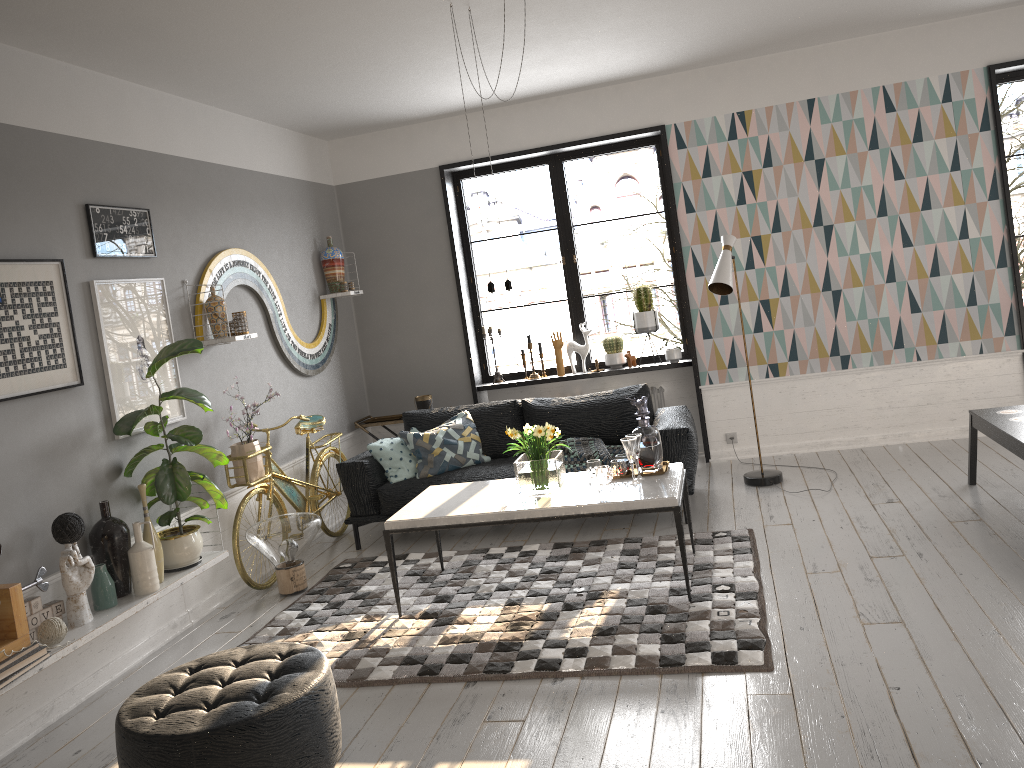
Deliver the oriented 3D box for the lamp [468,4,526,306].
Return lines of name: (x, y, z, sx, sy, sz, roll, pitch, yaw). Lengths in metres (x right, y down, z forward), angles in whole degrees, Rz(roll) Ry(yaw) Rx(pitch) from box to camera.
lamp: (0.085, -1.123, 3.903, 0.074, 1.531, 1.397, -9, 4, -17)

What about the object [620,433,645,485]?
object: (0.612, 0.376, 4.432, 0.082, 0.226, 0.169, -7, 4, 25)

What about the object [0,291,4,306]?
object: (-2.295, -0.317, 3.409, 0.057, 0.338, 0.920, -8, 6, 13)

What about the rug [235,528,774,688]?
rug: (-0.042, 1.083, 4.458, 2.521, 0.034, 1.782, -7, 6, 14)

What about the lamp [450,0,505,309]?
lamp: (-0.002, -1.098, 3.796, 0.074, 1.531, 1.397, -9, 4, -17)

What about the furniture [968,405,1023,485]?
furniture: (2.738, 0.462, 4.434, 0.464, 0.454, 1.680, -7, 6, 14)

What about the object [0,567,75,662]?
object: (-1.979, 0.881, 3.400, 0.238, 0.438, 0.549, -8, 5, 14)

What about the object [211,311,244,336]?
object: (-1.660, -0.358, 5.195, 0.198, 0.165, 0.060, -12, 5, -43)

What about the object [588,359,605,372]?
object: (0.685, -0.151, 7.127, 0.122, 0.099, 0.124, -5, 6, 36)

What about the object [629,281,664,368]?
object: (1.058, -0.478, 6.966, 0.236, 0.668, 0.228, -9, 3, -16)

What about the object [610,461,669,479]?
object: (0.660, 0.451, 4.632, 0.317, 0.015, 0.248, -7, 6, 14)

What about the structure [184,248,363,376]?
structure: (-1.524, -0.491, 6.128, 0.266, 0.951, 2.035, -8, 5, 14)

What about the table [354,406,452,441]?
table: (-0.830, 0.575, 7.169, 0.741, 0.677, 0.341, -7, 3, 14)

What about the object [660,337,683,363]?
object: (1.252, -0.265, 6.910, 0.170, 0.203, 0.248, -7, 5, 16)

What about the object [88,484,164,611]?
object: (-1.814, 0.749, 4.136, 0.333, 0.487, 0.285, -10, 4, -26)

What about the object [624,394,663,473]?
object: (0.695, 0.245, 4.620, 0.148, 0.416, 0.157, -7, 3, 33)

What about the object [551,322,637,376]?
object: (0.655, -0.299, 7.132, 0.661, 0.408, 0.135, -7, 3, 15)

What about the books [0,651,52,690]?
books: (-1.973, 1.098, 3.305, 0.296, 0.021, 0.370, -7, 6, 8)

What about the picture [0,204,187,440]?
picture: (-0.808, -0.055, 0.950, 4.030, 1.788, 7.342, -7, 6, 14)

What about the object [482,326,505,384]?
object: (-0.161, -0.245, 7.318, 0.146, 0.489, 0.162, -10, 3, -40)

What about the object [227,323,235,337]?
object: (-1.705, -0.333, 5.384, 0.062, 0.081, 0.062, -9, 4, -11)

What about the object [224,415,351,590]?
object: (-1.390, 0.663, 5.767, 0.426, 0.966, 1.635, -8, 5, 5)

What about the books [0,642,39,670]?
books: (-1.989, 1.054, 3.289, 0.228, 0.017, 0.381, -7, 6, 11)

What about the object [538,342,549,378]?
object: (0.246, -0.205, 7.280, 0.075, 0.300, 0.076, -6, 4, 44)

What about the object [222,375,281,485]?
object: (-1.527, 0.244, 5.352, 0.252, 0.639, 0.491, -7, 4, 32)

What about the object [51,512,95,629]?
object: (-1.898, 0.798, 3.833, 0.136, 0.482, 0.156, -8, 3, 13)

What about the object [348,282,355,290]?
object: (-1.259, -0.766, 6.936, 0.050, 0.058, 0.050, -8, 4, 3)

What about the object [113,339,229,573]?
object: (-1.734, 0.360, 4.525, 0.570, 1.146, 0.414, -11, 4, -37)

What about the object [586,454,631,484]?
object: (0.529, 0.443, 4.599, 0.246, 0.087, 0.280, -9, 6, -8)

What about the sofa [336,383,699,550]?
sofa: (0.066, 0.525, 5.959, 2.335, 0.795, 0.976, -7, 5, 13)

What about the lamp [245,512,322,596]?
lamp: (-1.296, 0.985, 5.115, 0.431, 0.436, 0.435, -4, 6, 44)

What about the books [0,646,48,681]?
books: (-1.975, 1.075, 3.291, 0.259, 0.029, 0.387, -7, 6, 14)

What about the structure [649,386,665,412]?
structure: (0.702, 0.291, 7.311, 1.220, 0.427, 0.149, -7, 3, 12)

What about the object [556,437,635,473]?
object: (0.587, 0.519, 5.535, 0.665, 0.328, 0.493, -7, 5, 9)

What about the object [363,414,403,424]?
object: (-1.022, 0.282, 7.193, 0.317, 0.015, 0.248, -7, 6, 14)

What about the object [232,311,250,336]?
object: (-1.639, -0.366, 5.341, 0.086, 0.139, 0.086, -8, 3, 6)

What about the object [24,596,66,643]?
object: (-2.002, 0.982, 3.709, 0.078, 0.173, 0.266, -7, 5, 20)

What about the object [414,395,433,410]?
object: (-0.699, 0.177, 7.070, 0.142, 0.160, 0.138, -11, 5, -38)

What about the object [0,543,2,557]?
object: (-2.098, 0.870, 3.537, 0.019, 0.462, 0.223, -8, 3, 14)

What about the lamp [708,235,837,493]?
lamp: (1.772, -0.216, 6.170, 0.678, 1.697, 1.253, -8, 4, 12)

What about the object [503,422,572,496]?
object: (0.126, 0.369, 4.555, 0.351, 0.350, 0.327, -7, 4, 16)

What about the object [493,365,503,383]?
object: (-0.119, -0.090, 7.403, 0.084, 0.151, 0.085, -7, 3, 18)

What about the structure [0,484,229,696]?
structure: (-1.999, 0.910, 3.426, 0.307, 0.484, 2.794, -7, 6, 14)

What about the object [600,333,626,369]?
object: (0.825, -0.267, 7.144, 0.235, 0.282, 0.214, -9, 4, -12)

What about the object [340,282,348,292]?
object: (-1.307, -0.753, 6.879, 0.060, 0.079, 0.060, -8, 4, 2)

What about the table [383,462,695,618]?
table: (0.177, 0.799, 4.549, 1.453, 0.509, 0.737, -7, 5, 14)

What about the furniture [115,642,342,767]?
furniture: (-0.977, 1.201, 3.091, 0.735, 0.355, 0.739, -8, 5, 1)

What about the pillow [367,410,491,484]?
pillow: (-0.571, 0.428, 6.044, 0.799, 0.361, 0.445, -9, 5, -4)

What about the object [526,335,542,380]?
object: (0.161, -0.227, 7.246, 0.123, 0.374, 0.124, -7, 3, 18)
